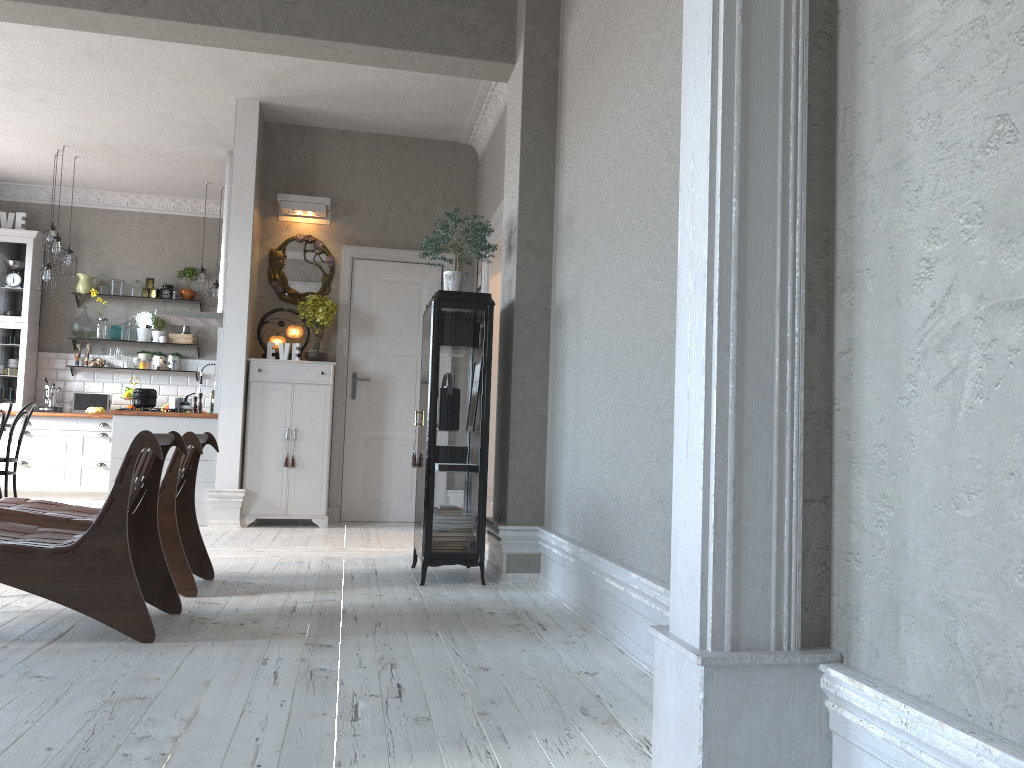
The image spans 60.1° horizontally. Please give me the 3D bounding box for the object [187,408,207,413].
[{"bbox_3d":[-3.349,0.303,9.416,0.228,0.127,0.146,4,-4,-29],"label":"object"}]

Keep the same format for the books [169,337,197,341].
[{"bbox_3d":[-3.649,-0.498,9.825,0.263,0.011,0.156,2,-4,-9],"label":"books"}]

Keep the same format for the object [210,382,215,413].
[{"bbox_3d":[-2.473,0.123,7.414,0.090,0.282,0.081,3,-4,-11],"label":"object"}]

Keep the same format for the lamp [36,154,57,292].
[{"bbox_3d":[-4.364,-1.748,8.405,0.150,1.735,0.143,6,-5,-44],"label":"lamp"}]

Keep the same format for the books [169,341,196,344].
[{"bbox_3d":[-3.650,-0.455,9.822,0.262,0.011,0.157,2,-4,-6],"label":"books"}]

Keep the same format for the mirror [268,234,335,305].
[{"bbox_3d":[-1.741,-0.951,7.323,0.537,0.593,0.070,3,-4,-12],"label":"mirror"}]

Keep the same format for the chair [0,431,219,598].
[{"bbox_3d":[-1.892,0.560,3.981,1.026,0.721,0.503,3,-4,-12],"label":"chair"}]

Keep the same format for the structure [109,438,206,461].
[{"bbox_3d":[-2.791,0.575,7.001,0.624,0.623,0.616,3,-4,-11],"label":"structure"}]

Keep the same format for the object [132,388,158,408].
[{"bbox_3d":[-2.851,0.110,6.875,0.194,0.147,0.189,4,-4,-32],"label":"object"}]

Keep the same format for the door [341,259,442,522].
[{"bbox_3d":[-1.002,0.056,7.434,0.758,2.183,0.079,3,-4,-13],"label":"door"}]

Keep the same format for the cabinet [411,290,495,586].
[{"bbox_3d":[-0.326,0.281,4.700,0.351,1.471,0.612,3,-4,-11],"label":"cabinet"}]

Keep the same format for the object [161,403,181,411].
[{"bbox_3d":[-3.612,0.271,9.411,0.234,0.174,0.219,1,-4,10],"label":"object"}]

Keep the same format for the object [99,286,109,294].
[{"bbox_3d":[-4.458,-1.012,9.671,0.104,0.111,0.102,3,-4,-12],"label":"object"}]

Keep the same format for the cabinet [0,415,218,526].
[{"bbox_3d":[-3.684,0.708,8.267,4.112,0.854,2.027,-1,-5,34],"label":"cabinet"}]

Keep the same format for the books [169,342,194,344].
[{"bbox_3d":[-3.650,-0.443,9.822,0.263,0.011,0.156,2,-4,-9],"label":"books"}]

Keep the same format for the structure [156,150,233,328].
[{"bbox_3d":[-2.787,-1.358,8.182,0.719,1.596,0.705,3,-4,-11],"label":"structure"}]

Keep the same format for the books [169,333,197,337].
[{"bbox_3d":[-3.647,-0.541,9.828,0.262,0.011,0.157,2,-4,-6],"label":"books"}]

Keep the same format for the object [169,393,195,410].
[{"bbox_3d":[-2.627,0.143,7.155,0.299,0.134,0.177,0,-4,23],"label":"object"}]

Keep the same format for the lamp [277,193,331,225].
[{"bbox_3d":[-1.706,-1.434,7.276,0.419,0.171,0.217,3,-4,-12],"label":"lamp"}]

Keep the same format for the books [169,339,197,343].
[{"bbox_3d":[-3.649,-0.476,9.824,0.262,0.016,0.157,2,-4,-3],"label":"books"}]

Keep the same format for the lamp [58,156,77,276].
[{"bbox_3d":[-4.186,-1.898,8.450,0.149,1.735,0.144,4,-4,-24],"label":"lamp"}]

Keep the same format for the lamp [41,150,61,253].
[{"bbox_3d":[-4.258,-2.092,8.287,0.149,1.735,0.144,4,-4,-25],"label":"lamp"}]

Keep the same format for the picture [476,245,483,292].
[{"bbox_3d":[-0.264,-0.979,7.335,0.012,0.416,0.280,3,-4,-10],"label":"picture"}]

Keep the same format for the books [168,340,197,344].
[{"bbox_3d":[-3.650,-0.465,9.823,0.261,0.016,0.158,2,-4,0],"label":"books"}]

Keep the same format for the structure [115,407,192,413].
[{"bbox_3d":[-2.805,0.211,7.024,0.500,0.031,0.600,3,-4,-11],"label":"structure"}]

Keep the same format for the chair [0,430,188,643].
[{"bbox_3d":[-1.739,0.511,3.147,1.026,0.721,0.503,3,-4,-12],"label":"chair"}]

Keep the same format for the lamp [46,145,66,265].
[{"bbox_3d":[-4.140,-1.967,8.145,0.144,1.735,0.149,-1,-5,35],"label":"lamp"}]

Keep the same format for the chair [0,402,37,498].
[{"bbox_3d":[-4.231,0.595,7.229,0.555,0.921,0.433,3,-4,-14],"label":"chair"}]

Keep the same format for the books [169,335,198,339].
[{"bbox_3d":[-3.648,-0.519,9.826,0.261,0.016,0.158,2,-4,0],"label":"books"}]

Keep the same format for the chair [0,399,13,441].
[{"bbox_3d":[-4.162,0.567,6.754,0.551,0.921,0.436,2,-4,-4],"label":"chair"}]

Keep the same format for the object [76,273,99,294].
[{"bbox_3d":[-4.603,-1.076,9.584,0.190,0.216,0.173,2,-4,2],"label":"object"}]

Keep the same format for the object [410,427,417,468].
[{"bbox_3d":[-0.540,0.350,4.907,0.044,0.234,0.041,-1,-5,35],"label":"object"}]

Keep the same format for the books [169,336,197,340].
[{"bbox_3d":[-3.648,-0.509,9.826,0.262,0.011,0.157,2,-4,-6],"label":"books"}]

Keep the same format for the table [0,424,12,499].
[{"bbox_3d":[-4.609,0.640,6.665,0.913,0.735,1.903,3,-4,-11],"label":"table"}]

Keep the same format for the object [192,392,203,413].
[{"bbox_3d":[-2.442,0.145,6.880,0.073,0.167,0.035,3,-4,-12],"label":"object"}]

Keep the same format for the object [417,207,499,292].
[{"bbox_3d":[-0.287,-0.705,4.758,0.413,0.506,0.399,2,-4,5],"label":"object"}]

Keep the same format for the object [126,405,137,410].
[{"bbox_3d":[-4.026,0.268,9.365,0.115,0.111,0.109,6,-5,-44],"label":"object"}]

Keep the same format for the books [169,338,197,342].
[{"bbox_3d":[-3.649,-0.487,9.824,0.262,0.011,0.157,2,-4,-6],"label":"books"}]

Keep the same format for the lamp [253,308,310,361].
[{"bbox_3d":[-1.845,-0.337,7.133,0.451,0.558,0.171,2,-4,-5],"label":"lamp"}]

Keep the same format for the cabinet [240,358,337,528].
[{"bbox_3d":[-1.761,0.470,7.006,0.672,1.297,0.380,3,-4,-12],"label":"cabinet"}]

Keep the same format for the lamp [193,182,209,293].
[{"bbox_3d":[-3.184,-1.815,9.197,0.145,1.735,0.149,1,-4,20],"label":"lamp"}]

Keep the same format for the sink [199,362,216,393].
[{"bbox_3d":[-2.777,0.162,7.690,0.533,0.720,0.481,3,-4,-11],"label":"sink"}]

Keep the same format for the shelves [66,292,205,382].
[{"bbox_3d":[-4.112,-0.487,9.714,1.328,0.923,0.226,3,-4,-12],"label":"shelves"}]

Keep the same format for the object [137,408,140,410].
[{"bbox_3d":[-4.000,0.262,9.448,0.088,0.078,0.088,1,-4,15],"label":"object"}]

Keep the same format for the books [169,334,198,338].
[{"bbox_3d":[-3.647,-0.530,9.827,0.262,0.016,0.157,2,-4,-3],"label":"books"}]

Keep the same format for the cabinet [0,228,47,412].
[{"bbox_3d":[-5.451,-0.650,9.284,0.887,1.921,0.384,3,-4,-12],"label":"cabinet"}]

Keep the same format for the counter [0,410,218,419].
[{"bbox_3d":[-4.089,0.269,8.052,3.190,0.039,3.360,3,-4,-11],"label":"counter"}]

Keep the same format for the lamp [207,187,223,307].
[{"bbox_3d":[-3.085,-1.679,9.347,0.150,1.735,0.143,5,-5,-39],"label":"lamp"}]
